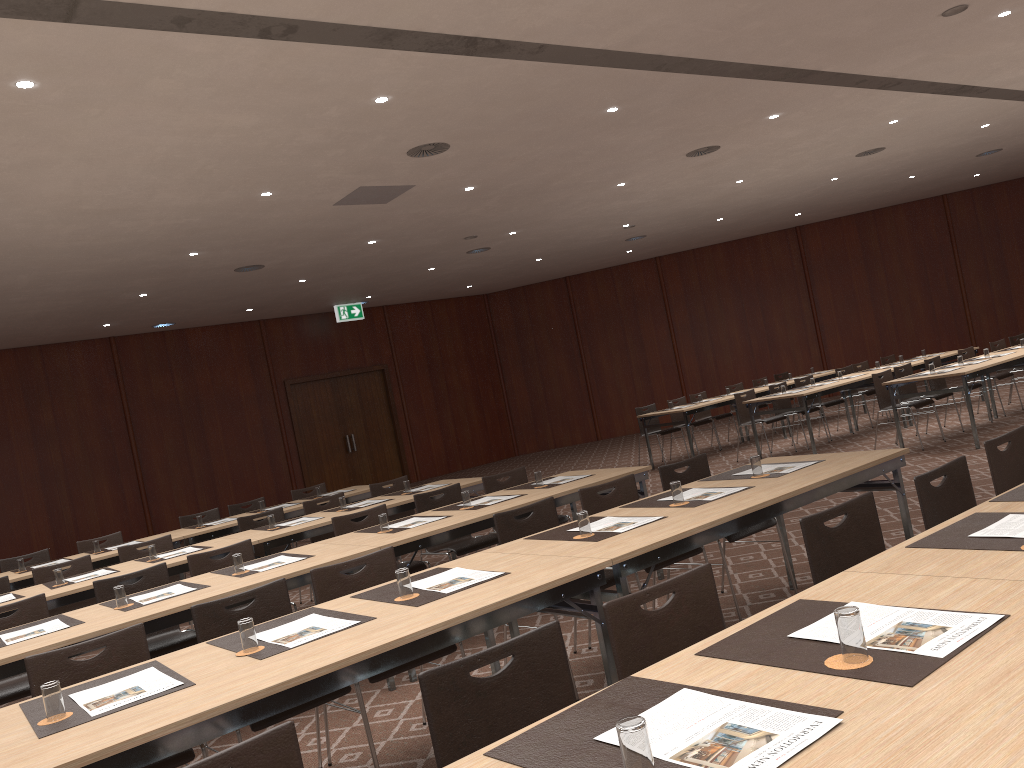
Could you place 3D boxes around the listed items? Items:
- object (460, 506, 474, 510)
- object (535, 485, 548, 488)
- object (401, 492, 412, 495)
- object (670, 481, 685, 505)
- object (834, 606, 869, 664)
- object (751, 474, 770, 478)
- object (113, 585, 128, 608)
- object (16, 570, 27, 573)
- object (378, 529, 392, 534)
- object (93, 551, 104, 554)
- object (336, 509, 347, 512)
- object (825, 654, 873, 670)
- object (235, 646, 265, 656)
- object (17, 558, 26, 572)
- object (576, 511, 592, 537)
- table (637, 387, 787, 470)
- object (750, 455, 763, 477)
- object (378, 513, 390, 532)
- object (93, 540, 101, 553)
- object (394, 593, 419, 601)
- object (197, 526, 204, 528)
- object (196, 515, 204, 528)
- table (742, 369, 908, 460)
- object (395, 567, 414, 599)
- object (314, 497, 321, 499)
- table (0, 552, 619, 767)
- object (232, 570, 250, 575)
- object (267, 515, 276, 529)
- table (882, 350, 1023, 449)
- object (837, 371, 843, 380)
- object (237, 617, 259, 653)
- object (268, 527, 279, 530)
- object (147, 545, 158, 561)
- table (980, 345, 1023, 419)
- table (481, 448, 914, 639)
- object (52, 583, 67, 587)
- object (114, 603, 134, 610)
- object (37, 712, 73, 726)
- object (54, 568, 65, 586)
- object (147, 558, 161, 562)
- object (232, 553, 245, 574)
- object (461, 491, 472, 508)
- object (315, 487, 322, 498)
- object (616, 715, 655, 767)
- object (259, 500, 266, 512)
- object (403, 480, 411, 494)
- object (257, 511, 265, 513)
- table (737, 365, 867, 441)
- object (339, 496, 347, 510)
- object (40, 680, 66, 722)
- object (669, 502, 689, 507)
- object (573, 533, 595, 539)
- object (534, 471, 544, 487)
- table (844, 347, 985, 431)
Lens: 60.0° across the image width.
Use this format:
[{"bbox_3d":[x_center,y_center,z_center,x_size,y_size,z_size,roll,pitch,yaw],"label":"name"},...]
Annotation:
[{"bbox_3d":[-0.313,0.858,6.133,0.102,0.001,0.102,-12,-1,42],"label":"object"},{"bbox_3d":[0.213,0.756,6.527,0.102,0.001,0.102,-12,-1,42],"label":"object"},{"bbox_3d":[-0.967,1.004,8.142,0.102,0.001,0.102,-12,-1,42],"label":"object"},{"bbox_3d":[0.844,0.555,4.533,0.054,0.114,0.054,-11,0,-3],"label":"object"},{"bbox_3d":[0.750,0.553,1.962,0.054,0.114,0.054,-11,0,-3],"label":"object"},{"bbox_3d":[1.378,0.510,4.918,0.102,0.001,0.102,-11,-1,-25],"label":"object"},{"bbox_3d":[-2.118,1.149,4.797,0.054,0.114,0.054,-11,0,-3],"label":"object"},{"bbox_3d":[-4.439,1.696,8.012,0.102,0.001,0.102,-12,-1,42],"label":"object"},{"bbox_3d":[-0.824,0.957,5.752,0.102,0.001,0.102,-11,-1,-25],"label":"object"},{"bbox_3d":[-3.917,1.595,8.397,0.102,0.001,0.102,-12,-1,42],"label":"object"},{"bbox_3d":[-1.485,1.105,7.750,0.102,0.001,0.102,-12,-1,42],"label":"object"},{"bbox_3d":[0.744,0.613,1.961,0.102,0.001,0.102,-12,-1,42],"label":"object"},{"bbox_3d":[-0.941,0.959,3.186,0.102,0.001,0.102,-12,-1,42],"label":"object"},{"bbox_3d":[-4.437,1.638,8.018,0.054,0.114,0.054,-11,0,-3],"label":"object"},{"bbox_3d":[0.337,0.653,4.150,0.054,0.114,0.054,-11,0,-3],"label":"object"},{"bbox_3d":[3.120,0.660,13.581,2.265,0.833,0.954,-11,0,-36],"label":"table"},{"bbox_3d":[1.359,0.456,4.930,0.054,0.114,0.054,-11,0,20],"label":"object"},{"bbox_3d":[-0.831,0.899,5.746,0.054,0.114,0.054,-11,0,-3],"label":"object"},{"bbox_3d":[-3.934,1.540,8.398,0.054,0.114,0.054,-11,0,-3],"label":"object"},{"bbox_3d":[-0.423,0.859,3.570,0.102,0.001,0.102,-12,-1,42],"label":"object"},{"bbox_3d":[-3.150,1.447,8.966,0.102,0.001,0.102,-11,-1,-25],"label":"object"},{"bbox_3d":[-3.159,1.390,8.975,0.054,0.114,0.054,-11,0,-3],"label":"object"},{"bbox_3d":[4.285,0.414,11.972,2.265,0.833,0.954,-11,0,-36],"label":"table"},{"bbox_3d":[-0.435,0.803,3.580,0.054,0.114,0.054,-11,0,-3],"label":"object"},{"bbox_3d":[-2.128,1.249,9.738,0.102,0.001,0.102,-12,-1,42],"label":"object"},{"bbox_3d":[-0.693,1.338,3.250,2.265,0.833,0.954,-11,0,-36],"label":"table"},{"bbox_3d":[-1.584,1.104,5.181,0.102,0.001,0.102,-12,-1,42],"label":"object"},{"bbox_3d":[-1.995,1.145,7.363,0.054,0.114,0.054,-11,0,-3],"label":"object"},{"bbox_3d":[5.451,0.169,10.363,2.265,0.833,0.954,-11,0,-36],"label":"table"},{"bbox_3d":[4.549,-0.122,12.295,0.054,0.114,0.054,-11,0,42],"label":"object"},{"bbox_3d":[-0.950,0.903,3.191,0.054,0.114,0.054,-11,0,-3],"label":"object"},{"bbox_3d":[-1.981,1.200,7.361,0.102,0.001,0.102,-12,-1,42],"label":"object"},{"bbox_3d":[-2.753,1.291,6.791,0.054,0.114,0.054,-11,0,-3],"label":"object"},{"bbox_3d":[7.241,-0.178,11.711,2.265,0.833,0.954,-11,0,-36],"label":"table"},{"bbox_3d":[1.097,0.992,4.598,2.265,0.833,0.954,-11,0,-36],"label":"table"},{"bbox_3d":[-3.258,1.448,6.396,0.102,0.001,0.102,-12,-1,42],"label":"object"},{"bbox_3d":[-2.099,1.203,4.796,0.102,0.001,0.102,-12,-1,42],"label":"object"},{"bbox_3d":[-1.440,1.056,2.797,0.102,0.001,0.102,-12,-1,42],"label":"object"},{"bbox_3d":[-3.267,1.391,6.398,0.054,0.114,0.054,-11,0,-3],"label":"object"},{"bbox_3d":[-2.746,1.349,6.793,0.102,0.001,0.102,-12,-1,42],"label":"object"},{"bbox_3d":[-1.596,1.048,5.175,0.054,0.114,0.054,-11,0,-3],"label":"object"},{"bbox_3d":[-0.317,0.800,6.149,0.054,0.114,0.054,-11,0,-3],"label":"object"},{"bbox_3d":[-2.126,1.190,9.755,0.054,0.114,0.054,-11,0,20],"label":"object"},{"bbox_3d":[0.222,0.656,1.579,0.054,0.114,0.054,-11,0,-3],"label":"object"},{"bbox_3d":[-2.640,1.290,9.371,0.054,0.114,0.054,-11,0,-3],"label":"object"},{"bbox_3d":[-0.961,0.945,8.143,0.054,0.114,0.054,-11,0,20],"label":"object"},{"bbox_3d":[-2.640,1.348,9.354,0.102,0.001,0.102,-12,-1,42],"label":"object"},{"bbox_3d":[4.910,0.314,14.929,2.265,0.833,0.954,-11,0,-36],"label":"table"},{"bbox_3d":[-1.480,1.045,7.763,0.054,0.114,0.054,-11,0,-3],"label":"object"},{"bbox_3d":[-1.447,0.999,2.798,0.054,0.114,0.054,-11,0,-3],"label":"object"},{"bbox_3d":[0.853,0.612,4.519,0.102,0.001,0.102,-12,-1,42],"label":"object"},{"bbox_3d":[0.336,0.712,4.150,0.102,0.001,0.102,-12,-1,42],"label":"object"},{"bbox_3d":[0.198,0.700,6.535,0.054,0.114,0.054,-11,0,20],"label":"object"},{"bbox_3d":[6.076,0.068,13.320,2.265,0.833,0.954,-11,0,-36],"label":"table"}]
